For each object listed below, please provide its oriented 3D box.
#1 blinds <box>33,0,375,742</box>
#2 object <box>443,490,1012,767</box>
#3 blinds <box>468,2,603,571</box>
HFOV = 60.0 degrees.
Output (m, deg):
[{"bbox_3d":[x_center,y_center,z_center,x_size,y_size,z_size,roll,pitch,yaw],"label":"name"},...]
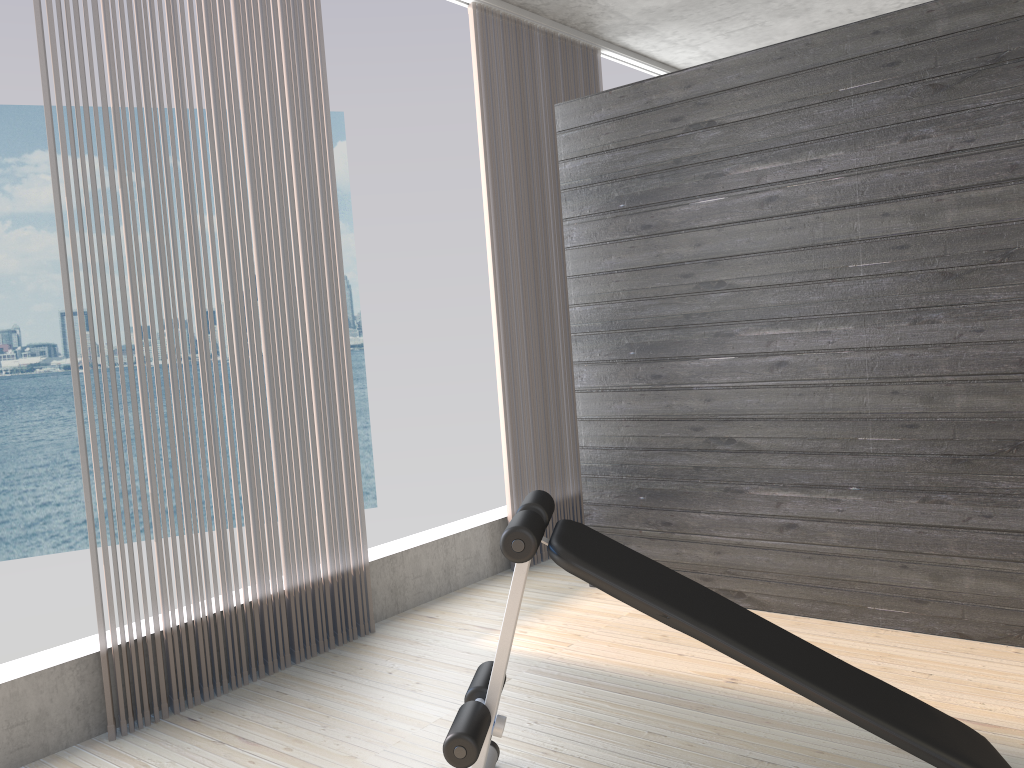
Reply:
[{"bbox_3d":[-1.014,-0.313,3.116,0.069,2.744,1.133,-2,4,39],"label":"blinds"},{"bbox_3d":[0.493,0.631,2.059,1.312,0.746,0.505,-4,3,8],"label":"object"},{"bbox_3d":[0.248,-0.497,4.701,0.069,2.744,1.133,-2,4,39],"label":"blinds"}]
